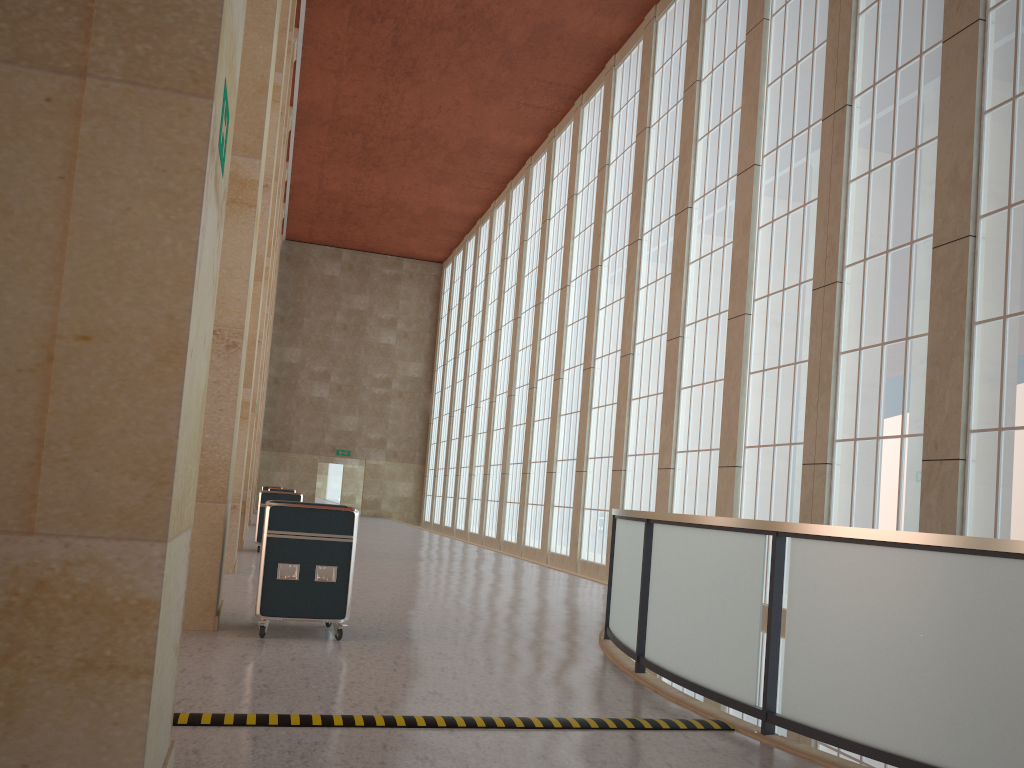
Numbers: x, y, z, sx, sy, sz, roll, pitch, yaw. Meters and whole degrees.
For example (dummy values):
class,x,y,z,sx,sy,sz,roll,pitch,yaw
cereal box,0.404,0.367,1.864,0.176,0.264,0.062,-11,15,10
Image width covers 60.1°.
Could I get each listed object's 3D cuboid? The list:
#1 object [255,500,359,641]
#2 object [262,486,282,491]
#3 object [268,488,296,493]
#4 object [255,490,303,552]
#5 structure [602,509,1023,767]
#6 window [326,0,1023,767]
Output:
class,x,y,z,sx,sy,sz,roll,pitch,yaw
object,-2.490,2.209,10.646,1.057,1.534,1.277,6,-6,-15
object,-13.113,6.334,48.156,1.057,1.534,1.277,6,-6,-15
object,-9.329,4.975,35.626,1.057,1.534,1.277,6,-6,-15
object,-5.960,3.512,22.562,1.057,1.534,1.277,6,-6,-15
structure,4.222,2.400,8.829,5.260,1.786,13.115,8,-8,-25
window,-9.625,7.541,72.986,0.010,28.498,165.587,6,-7,-15
